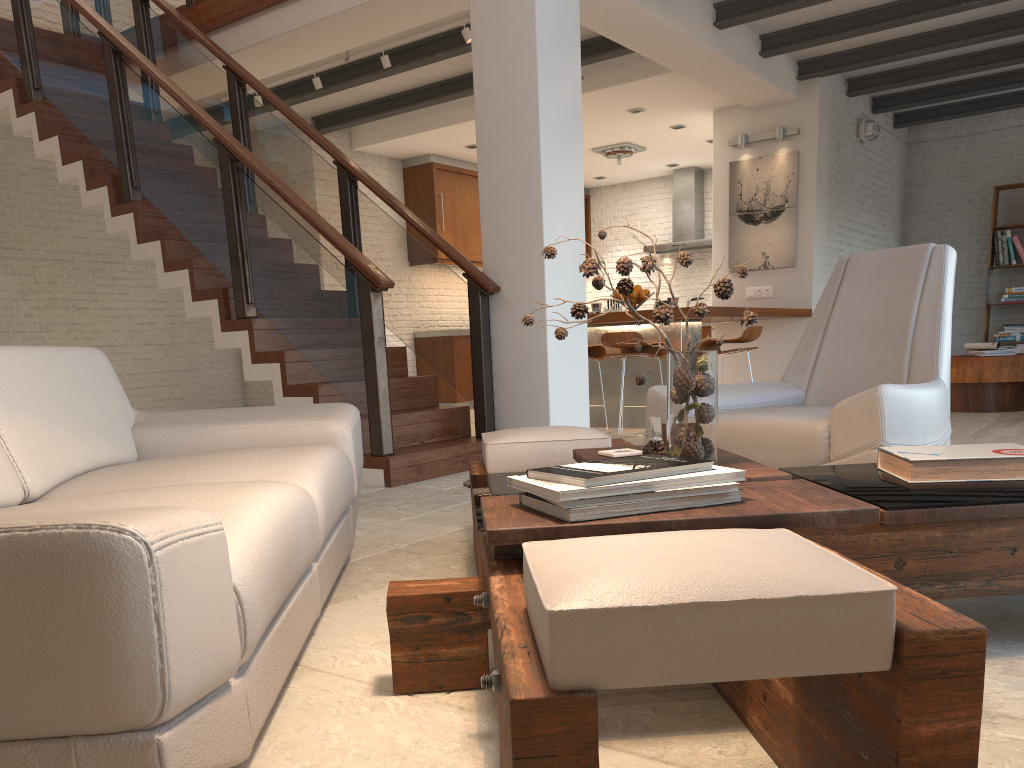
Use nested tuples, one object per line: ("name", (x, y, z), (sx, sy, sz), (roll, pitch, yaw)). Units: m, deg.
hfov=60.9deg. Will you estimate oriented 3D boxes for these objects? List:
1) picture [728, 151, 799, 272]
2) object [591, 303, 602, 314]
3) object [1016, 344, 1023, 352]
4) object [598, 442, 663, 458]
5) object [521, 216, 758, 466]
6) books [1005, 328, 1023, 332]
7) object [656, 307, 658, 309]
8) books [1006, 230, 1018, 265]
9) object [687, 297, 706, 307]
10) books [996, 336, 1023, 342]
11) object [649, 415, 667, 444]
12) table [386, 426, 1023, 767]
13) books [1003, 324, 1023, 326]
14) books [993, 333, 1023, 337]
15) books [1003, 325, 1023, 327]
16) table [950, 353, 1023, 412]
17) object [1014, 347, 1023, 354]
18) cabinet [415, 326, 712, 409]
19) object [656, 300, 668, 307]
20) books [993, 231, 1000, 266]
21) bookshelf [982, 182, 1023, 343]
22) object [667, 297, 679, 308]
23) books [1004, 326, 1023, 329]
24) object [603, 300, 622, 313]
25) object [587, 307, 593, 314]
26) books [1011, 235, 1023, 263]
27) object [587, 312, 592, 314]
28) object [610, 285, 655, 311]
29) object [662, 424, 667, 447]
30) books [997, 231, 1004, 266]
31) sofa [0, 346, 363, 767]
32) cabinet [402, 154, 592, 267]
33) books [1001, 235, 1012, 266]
("picture", (2.358, -1.603, 8.212), (0.650, 1.045, 0.019), (4, 14, 35))
("object", (0.699, -0.621, 7.201), (0.091, 0.087, 0.089), (2, 9, 33))
("object", (4.495, -0.294, 7.676), (0.106, 0.111, 0.106), (-8, 10, -37))
("object", (0.378, 0.175, 2.444), (0.271, 0.036, 0.242), (-2, 3, 8))
("object", (0.293, -0.097, 2.089), (0.542, 0.625, 0.306), (-2, 10, 7))
("books", (5.716, -0.617, 9.888), (0.205, 0.035, 0.130), (-1, 4, 36))
("object", (1.282, -0.595, 6.843), (0.393, 0.036, 0.194), (-1, 3, 40))
("books", (5.585, -1.517, 9.734), (0.120, 0.392, 0.238), (6, 13, 36))
("object", (2.384, -0.975, 11.204), (0.260, 0.283, 0.258), (-7, 9, -32))
("books", (5.713, -0.515, 9.889), (0.251, 0.057, 0.324), (-5, 4, -44))
("object", (0.439, 0.133, 2.491), (0.091, 0.087, 0.089), (-3, 7, -4))
("table", (0.710, 0.369, 2.094), (1.969, 0.441, 2.153), (-3, 3, -3))
("books", (5.708, -0.669, 9.863), (0.251, 0.017, 0.159), (-1, 3, 36))
("books", (5.699, -0.562, 9.897), (0.378, 0.037, 0.239), (-1, 3, 36))
("books", (5.715, -0.657, 9.878), (0.241, 0.008, 0.153), (-1, 3, 36))
("table", (4.278, -0.041, 7.819), (1.069, 0.459, 1.799), (1, 5, 42))
("object", (4.298, -0.284, 7.452), (0.146, 0.057, 0.171), (-1, 4, 26))
("cabinet", (1.217, -1.244, 10.887), (4.782, 2.918, 2.201), (-2, 9, 1))
("object", (1.202, -0.620, 6.945), (0.094, 0.084, 0.112), (-4, 6, -9))
("books", (5.472, -1.517, 9.822), (0.090, 0.396, 0.238), (6, 13, 36))
("bookshelf", (5.964, -1.080, 9.552), (1.308, 2.266, 0.356), (4, 14, 35))
("object", (1.258, -0.630, 6.811), (0.090, 0.087, 0.090), (-8, 9, -38))
("books", (5.714, -0.644, 9.890), (0.236, 0.019, 0.167), (-1, 3, 29))
("object", (1.419, -0.998, 12.280), (0.320, 0.386, 0.065), (3, 13, 35))
("object", (0.660, -0.612, 7.344), (0.114, 0.084, 0.092), (2, 8, 36))
("books", (5.675, -1.488, 9.706), (0.193, 0.328, 0.249), (5, 11, 36))
("object", (0.661, -0.585, 7.282), (0.286, 0.036, 0.201), (-1, 3, 36))
("object", (0.980, -0.687, 7.095), (0.366, 0.228, 0.354), (-2, 5, 2))
("object", (0.454, 0.152, 2.352), (0.094, 0.084, 0.111), (-2, 6, 8))
("books", (5.506, -1.519, 9.806), (0.090, 0.396, 0.238), (6, 13, 36))
("sofa", (-1.037, 0.282, 2.088), (1.143, 0.775, 2.274), (-3, 3, -4))
("cabinet", (-0.049, -2.046, 11.146), (0.458, 1.195, 3.276), (6, 8, 37))
("books", (5.560, -1.495, 9.797), (0.101, 0.344, 0.249), (6, 12, 36))
